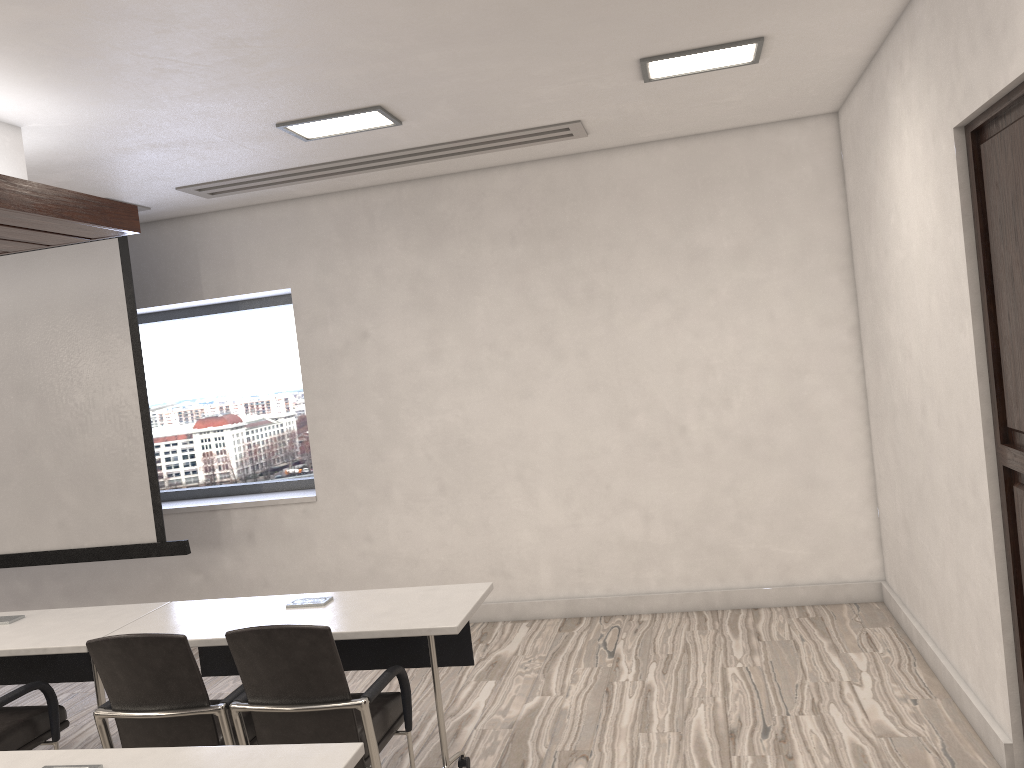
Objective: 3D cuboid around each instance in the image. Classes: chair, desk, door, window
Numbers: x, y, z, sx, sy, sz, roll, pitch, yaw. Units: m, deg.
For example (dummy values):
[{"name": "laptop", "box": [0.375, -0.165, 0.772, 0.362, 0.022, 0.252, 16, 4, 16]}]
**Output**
[{"name": "chair", "box": [-1.168, 1.288, 3.294, 0.513, 0.939, 0.638, -6, 2, 11]}, {"name": "chair", "box": [-0.658, 1.232, 3.200, 0.513, 0.939, 0.638, -6, 2, 12]}, {"name": "desk", "box": [-1.126, 1.393, 2.150, 1.509, 0.795, 0.577, -6, 2, 12]}, {"name": "chair", "box": [-2.133, 1.392, 3.498, 0.513, 0.939, 0.638, -6, 2, 12]}, {"name": "door", "box": [1.543, 0.303, 2.025, 0.200, 2.323, 2.329, -6, 2, 12]}, {"name": "window", "box": [-4.721, 0.399, 7.151, 6.968, 1.419, 0.118, -6, 2, 12]}, {"name": "desk", "box": [-0.828, 1.311, 3.615, 1.509, 0.795, 0.577, -6, 2, 12]}, {"name": "desk", "box": [-2.301, 1.469, 3.924, 1.509, 0.795, 0.577, -6, 2, 12]}]

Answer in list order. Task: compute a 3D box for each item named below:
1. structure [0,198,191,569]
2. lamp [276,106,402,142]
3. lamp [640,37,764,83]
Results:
[{"name": "structure", "box": [-3.883, 0.096, 5.879, 3.550, 2.329, 0.438, -6, 2, 12]}, {"name": "lamp", "box": [-0.834, -1.305, 4.283, 0.519, 0.120, 0.324, -6, 2, 12]}, {"name": "lamp", "box": [0.832, -1.485, 3.934, 0.519, 0.120, 0.324, -6, 2, 12]}]
